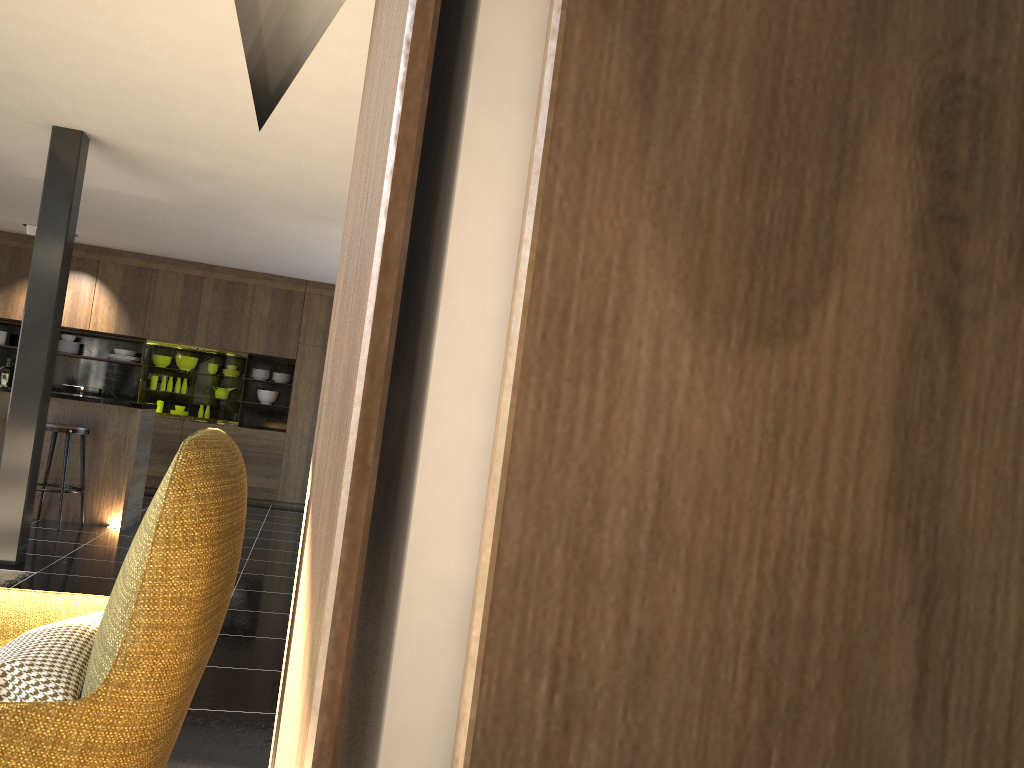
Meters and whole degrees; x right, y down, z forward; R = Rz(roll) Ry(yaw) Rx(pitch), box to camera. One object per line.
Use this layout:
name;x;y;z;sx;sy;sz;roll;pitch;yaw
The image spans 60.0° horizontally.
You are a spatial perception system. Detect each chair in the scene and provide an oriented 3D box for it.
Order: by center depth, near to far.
chair;-1.071;0.573;1.617;1.031;1.097;0.808;8;-3;-13
chair;-3.612;0.719;7.019;0.412;0.798;0.413;8;-3;-3

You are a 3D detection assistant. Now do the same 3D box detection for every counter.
counter;-4.828;-0.051;7.214;3.575;0.041;0.698;8;-3;-12
counter;-4.988;0.273;10.389;4.593;0.005;0.863;8;-3;-12

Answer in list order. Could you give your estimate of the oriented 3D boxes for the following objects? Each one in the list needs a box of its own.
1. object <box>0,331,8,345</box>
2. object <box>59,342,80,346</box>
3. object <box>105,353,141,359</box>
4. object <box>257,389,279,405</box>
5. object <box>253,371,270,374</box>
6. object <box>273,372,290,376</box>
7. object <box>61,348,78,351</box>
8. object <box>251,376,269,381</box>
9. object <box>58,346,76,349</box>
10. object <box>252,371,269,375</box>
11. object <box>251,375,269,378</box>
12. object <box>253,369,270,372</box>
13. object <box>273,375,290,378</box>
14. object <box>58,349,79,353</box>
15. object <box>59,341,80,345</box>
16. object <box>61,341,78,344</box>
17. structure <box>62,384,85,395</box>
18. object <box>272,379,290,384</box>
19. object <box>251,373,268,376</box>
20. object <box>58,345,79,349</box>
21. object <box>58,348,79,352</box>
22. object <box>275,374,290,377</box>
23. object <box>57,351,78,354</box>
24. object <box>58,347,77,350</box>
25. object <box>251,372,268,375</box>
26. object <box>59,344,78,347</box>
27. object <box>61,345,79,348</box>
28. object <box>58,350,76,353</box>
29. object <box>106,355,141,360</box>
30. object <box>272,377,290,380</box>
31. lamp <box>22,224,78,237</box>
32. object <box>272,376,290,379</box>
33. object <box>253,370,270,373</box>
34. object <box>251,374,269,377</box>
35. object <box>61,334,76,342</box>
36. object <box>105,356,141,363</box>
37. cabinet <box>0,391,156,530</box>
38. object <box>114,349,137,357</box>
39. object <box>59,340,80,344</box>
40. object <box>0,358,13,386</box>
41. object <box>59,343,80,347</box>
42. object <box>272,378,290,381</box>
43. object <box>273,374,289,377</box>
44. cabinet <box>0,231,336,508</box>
object;-5.947;-0.534;10.325;0.109;0.161;0.109;7;-3;0
object;-5.299;-0.469;10.566;0.268;0.024;0.269;6;-4;26
object;-4.649;-0.313;10.640;0.438;0.039;0.438;6;-4;24
object;-3.033;0.170;10.994;0.264;0.170;0.264;10;-4;-38
object;-3.110;-0.133;10.972;0.220;0.033;0.220;8;-3;-3
object;-2.862;-0.111;11.027;0.221;0.033;0.220;9;-4;-29
object;-5.308;-0.405;10.563;0.268;0.024;0.269;6;-4;26
object;-3.119;-0.065;10.969;0.220;0.033;0.220;8;-3;-3
object;-5.305;-0.425;10.564;0.268;0.024;0.269;6;-4;26
object;-3.111;-0.123;10.972;0.220;0.033;0.220;8;-3;-3
object;-3.117;-0.078;10.969;0.220;0.033;0.220;8;-3;-3
object;-3.107;-0.158;10.973;0.220;0.033;0.220;8;-3;-3
object;-2.867;-0.078;11.026;0.221;0.033;0.220;9;-4;-29
object;-5.310;-0.387;10.562;0.268;0.024;0.269;6;-4;26
object;-5.298;-0.479;10.567;0.268;0.024;0.269;6;-4;26
object;-5.297;-0.486;10.567;0.268;0.024;0.269;6;-4;26
structure;-5.084;0.132;10.226;0.243;0.231;0.173;8;-3;-13
object;-2.873;-0.030;11.024;0.221;0.033;0.220;9;-4;-29
object;-3.114;-0.100;10.970;0.220;0.033;0.220;8;-3;-3
object;-5.304;-0.432;10.564;0.268;0.024;0.269;6;-4;26
object;-5.309;-0.397;10.563;0.268;0.024;0.269;6;-4;26
object;-2.864;-0.098;11.027;0.221;0.033;0.220;9;-4;-29
object;-5.312;-0.370;10.562;0.268;0.024;0.269;6;-4;26
object;-5.306;-0.414;10.564;0.268;0.024;0.269;6;-4;26
object;-3.112;-0.113;10.971;0.220;0.033;0.220;8;-3;-3
object;-5.302;-0.452;10.565;0.268;0.024;0.269;6;-4;26
object;-5.303;-0.441;10.565;0.268;0.024;0.269;6;-4;26
object;-5.311;-0.378;10.562;0.268;0.024;0.269;6;-4;26
object;-4.650;-0.299;10.640;0.438;0.039;0.438;6;-4;24
object;-2.869;-0.055;11.025;0.221;0.033;0.220;9;-4;-29
lamp;-4.872;-1.636;9.370;0.502;0.280;0.349;8;-3;-12
object;-2.868;-0.065;11.025;0.221;0.033;0.220;9;-4;-29
object;-3.108;-0.146;10.973;0.220;0.033;0.220;8;-3;-3
object;-3.115;-0.090;10.970;0.220;0.033;0.220;8;-3;-3
object;-5.293;-0.539;10.568;0.168;0.087;0.168;7;-3;7
object;-4.652;-0.286;10.639;0.438;0.039;0.438;6;-4;24
cabinet;-4.893;0.462;7.191;3.565;0.993;0.698;8;-3;-12
object;-4.645;-0.361;10.643;0.254;0.088;0.254;7;-3;13
object;-5.296;-0.495;10.567;0.268;0.024;0.269;6;-4;26
object;-5.968;-0.082;10.423;0.133;0.451;0.116;8;-3;-12
object;-5.301;-0.460;10.566;0.268;0.024;0.269;6;-4;26
object;-2.871;-0.043;11.024;0.221;0.033;0.220;9;-4;-29
object;-2.865;-0.088;11.026;0.221;0.033;0.220;9;-4;-29
cabinet;-4.927;-0.209;10.405;6.895;2.688;0.869;8;-3;-12
